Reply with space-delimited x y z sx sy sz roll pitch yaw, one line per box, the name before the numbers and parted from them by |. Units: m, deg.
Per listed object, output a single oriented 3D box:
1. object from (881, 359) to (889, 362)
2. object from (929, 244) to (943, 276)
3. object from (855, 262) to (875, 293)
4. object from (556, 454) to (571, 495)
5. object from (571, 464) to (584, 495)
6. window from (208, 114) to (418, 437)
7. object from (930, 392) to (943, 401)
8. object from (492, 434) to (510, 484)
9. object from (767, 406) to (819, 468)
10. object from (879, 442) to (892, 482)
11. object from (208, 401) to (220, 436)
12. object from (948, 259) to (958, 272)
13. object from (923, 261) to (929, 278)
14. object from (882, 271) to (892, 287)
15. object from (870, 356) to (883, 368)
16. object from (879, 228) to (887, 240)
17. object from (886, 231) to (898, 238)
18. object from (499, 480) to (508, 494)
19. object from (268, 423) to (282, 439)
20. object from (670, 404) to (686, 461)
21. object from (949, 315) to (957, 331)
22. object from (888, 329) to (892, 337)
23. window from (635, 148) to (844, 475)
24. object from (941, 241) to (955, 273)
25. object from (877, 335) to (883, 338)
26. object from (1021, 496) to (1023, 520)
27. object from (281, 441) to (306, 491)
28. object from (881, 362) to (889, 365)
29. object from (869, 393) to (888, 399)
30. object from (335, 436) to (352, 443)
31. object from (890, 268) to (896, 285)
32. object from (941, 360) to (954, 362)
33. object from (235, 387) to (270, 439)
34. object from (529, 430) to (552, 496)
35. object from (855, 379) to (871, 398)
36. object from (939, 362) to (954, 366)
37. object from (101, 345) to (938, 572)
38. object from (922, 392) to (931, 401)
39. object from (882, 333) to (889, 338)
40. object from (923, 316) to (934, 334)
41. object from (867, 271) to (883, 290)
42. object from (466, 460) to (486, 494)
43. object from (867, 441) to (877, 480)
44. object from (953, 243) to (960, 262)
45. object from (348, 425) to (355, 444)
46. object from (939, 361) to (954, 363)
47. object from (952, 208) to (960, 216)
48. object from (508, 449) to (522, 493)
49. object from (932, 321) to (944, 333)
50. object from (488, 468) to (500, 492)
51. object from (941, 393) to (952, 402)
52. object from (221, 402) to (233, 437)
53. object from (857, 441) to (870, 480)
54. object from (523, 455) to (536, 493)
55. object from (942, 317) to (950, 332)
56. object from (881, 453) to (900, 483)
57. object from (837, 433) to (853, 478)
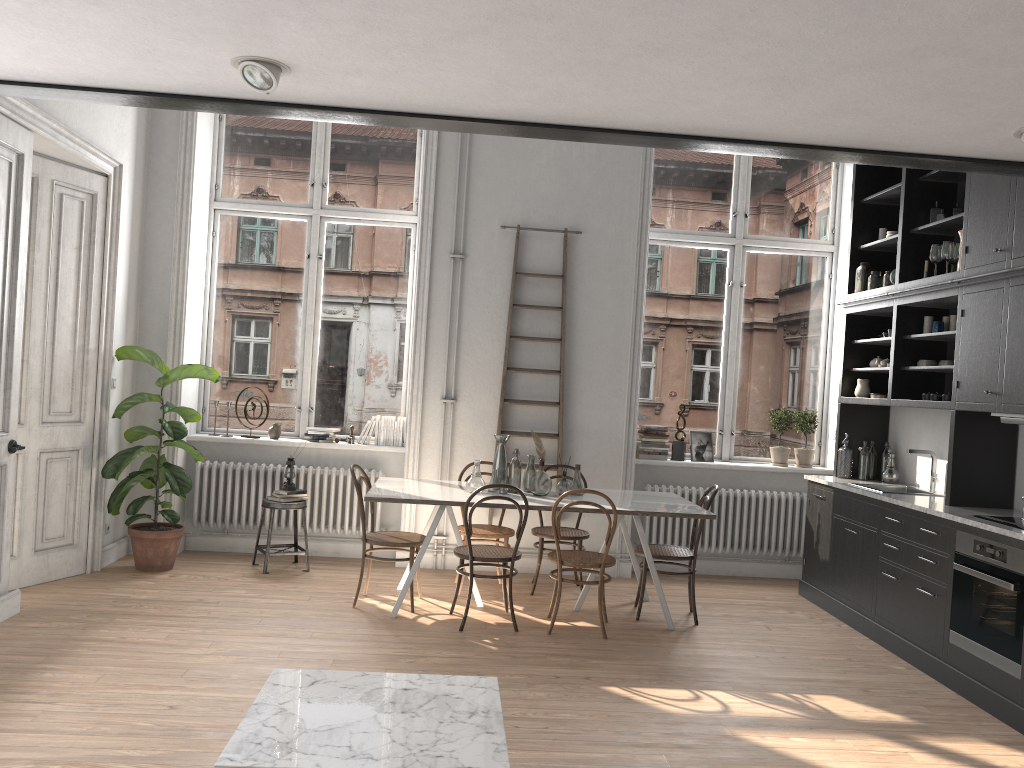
object | 2.799 -0.168 6.664 0.055 0.047 0.058 4 0 11
object | 2.776 -0.799 5.803 0.083 0.221 0.083 4 1 28
object | 2.723 -0.812 6.839 0.118 0.238 0.118 3 1 -18
object | 0.361 0.624 6.098 0.107 0.283 0.106 3 1 -9
object | 0.454 0.665 6.181 0.101 0.212 0.101 4 1 36
window | -1.687 -0.996 7.561 1.622 2.843 0.013 3 1 -4
object | 2.753 0.083 5.734 0.088 0.059 0.104 3 0 -25
object | -0.081 0.547 6.191 0.116 0.383 0.116 4 1 8
object | 2.424 0.454 7.678 0.500 0.524 0.234 3 1 -14
object | 2.868 0.597 6.804 0.086 0.301 0.086 4 1 42
object | -2.466 0.284 7.376 0.095 0.289 0.095 4 1 28
object | 2.880 -0.793 5.793 0.083 0.221 0.083 3 1 -12
object | 2.825 -0.766 6.048 0.123 0.161 0.123 4 0 5
object | 2.810 -0.762 6.601 0.096 0.150 0.096 3 0 -15
object | 2.817 -0.162 6.823 0.140 0.100 0.125 3 0 -22
object | 2.863 -1.129 6.846 0.059 0.135 0.082 4 0 24
object | 2.893 -1.108 6.740 0.096 0.095 0.096 4 0 30
object | -0.057 0.694 5.986 0.058 0.094 0.058 4 0 24
object | -1.970 0.387 7.368 0.100 0.142 0.102 3 0 -29
object | 1.442 0.412 7.611 0.122 0.488 0.102 4 1 21
object | 2.953 -0.388 5.899 0.059 0.135 0.082 3 0 -21
object | 2.793 -0.365 6.515 0.064 0.069 0.064 4 0 44
window | 8.297 -4.749 11.152 14.385 15.936 26.395 3 0 -4
object | 2.786 -0.798 5.672 0.083 0.221 0.083 4 1 43
object | 2.868 -0.350 6.878 0.071 0.047 0.071 4 0 34
object | 2.862 0.651 4.803 0.171 0.186 0.171 4 0 7
object | -1.694 0.631 6.886 0.163 0.383 0.154 3 1 -30
object | 2.798 -0.148 6.664 0.058 0.033 0.055 3 0 -29
object | 2.786 0.095 6.682 0.180 0.037 0.180 3 0 -19
object | -1.422 0.467 7.425 0.088 0.048 0.153 4 0 36
object | 2.754 -0.869 6.280 0.134 0.357 0.134 4 1 41
object | 2.940 -0.138 5.960 0.112 0.036 0.112 4 0 39
object | -2.154 0.235 7.358 0.347 0.425 0.087 4 1 29
object | 0.203 0.533 6.008 0.156 0.446 0.157 4 1 14
object | 2.709 0.036 6.834 0.127 0.144 0.115 3 0 -25
object | 2.939 -0.122 5.960 0.132 0.038 0.132 4 0 44
object | -0.048 0.599 6.467 5.827 1.842 0.792 3 0 1
object | 2.753 0.082 5.847 0.088 0.059 0.104 3 0 -15
object | 2.793 -0.355 6.599 0.071 0.047 0.071 4 0 34
object | 2.864 -0.393 6.087 0.082 0.135 0.059 3 1 -36
object | 2.750 -0.769 6.699 0.114 0.155 0.114 3 0 0
object | -0.239 0.620 5.941 0.132 0.219 0.132 3 0 -14
object | 2.798 0.592 6.906 0.086 0.301 0.086 4 1 11
object | 2.885 -0.792 5.711 0.083 0.221 0.083 3 1 -5
object | -1.330 0.421 7.374 0.048 0.153 0.088 3 1 -34
object | 2.940 -0.130 5.960 0.124 0.036 0.123 3 0 -16
object | 2.972 -1.114 5.933 0.044 0.121 0.058 4 1 23
object | 0.022 0.594 6.086 0.086 0.301 0.086 3 1 -18
object | 2.865 -0.372 5.971 0.140 0.093 0.082 3 0 -39
object | -0.121 0.658 6.077 0.083 0.158 0.083 3 0 -8
object | 2.780 0.085 5.635 0.104 0.059 0.088 4 0 5
object | -2.346 0.291 7.326 0.095 0.289 0.095 4 1 19
object | 2.708 0.587 6.821 0.086 0.301 0.086 3 1 -18
object | 0.129 0.624 6.166 0.098 0.255 0.100 3 1 -27
object | 2.951 -0.389 6.039 0.082 0.135 0.059 4 1 24
object | 2.853 0.635 6.677 0.132 0.219 0.120 3 0 -4
object | 2.587 0.553 6.878 0.109 0.349 0.109 3 1 -23
